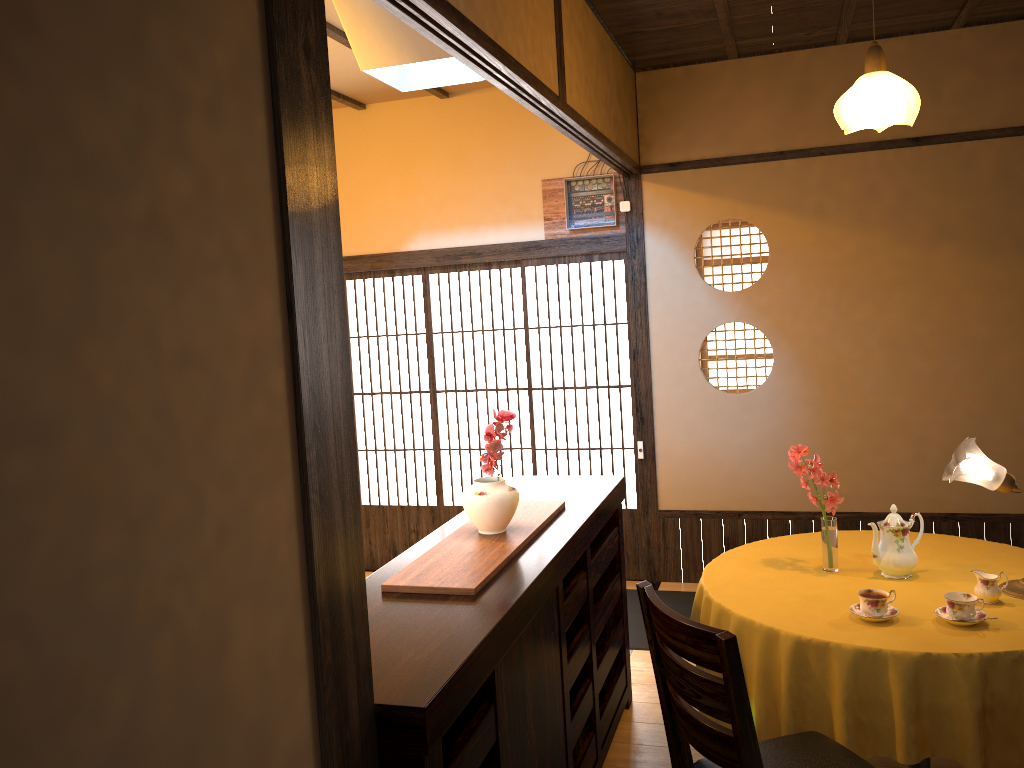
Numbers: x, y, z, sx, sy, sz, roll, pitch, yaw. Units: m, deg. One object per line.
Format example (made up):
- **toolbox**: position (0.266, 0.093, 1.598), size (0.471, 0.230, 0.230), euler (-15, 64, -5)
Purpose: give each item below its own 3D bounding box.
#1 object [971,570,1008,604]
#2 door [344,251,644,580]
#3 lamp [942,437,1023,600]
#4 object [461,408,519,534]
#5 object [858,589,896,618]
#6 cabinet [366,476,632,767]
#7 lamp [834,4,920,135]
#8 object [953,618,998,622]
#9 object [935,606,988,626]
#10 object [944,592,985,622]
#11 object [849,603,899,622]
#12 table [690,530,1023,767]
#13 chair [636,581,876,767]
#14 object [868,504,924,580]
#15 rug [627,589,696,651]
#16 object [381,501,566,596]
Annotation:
- **object**: position (1.506, 0.638, 2.802), size (0.083, 0.098, 0.078), euler (-4, 4, -13)
- **door**: position (-0.504, 0.240, 5.772), size (2.647, 1.997, 0.066), euler (-2, 4, 17)
- **lamp**: position (1.695, 0.762, 2.870), size (0.511, 1.201, 0.198), euler (-2, 4, 18)
- **object**: position (-0.046, 0.282, 2.925), size (0.189, 0.377, 0.322), euler (-2, 4, 26)
- **object**: position (1.112, 0.673, 2.715), size (0.099, 0.076, 0.090), euler (0, 6, 42)
- **cabinet**: position (-0.048, 0.989, 2.810), size (0.489, 0.969, 2.191), euler (-2, 5, 17)
- **lamp**: position (1.210, -1.265, 2.971), size (0.249, 0.809, 0.277), euler (-1, 5, 39)
- **object**: position (1.354, 0.692, 2.598), size (0.126, 0.019, 0.029), euler (-2, 5, 21)
- **object**: position (1.342, 0.698, 2.648), size (0.144, 0.024, 0.144), euler (-6, 5, -23)
- **object**: position (1.340, 0.666, 2.642), size (0.090, 0.076, 0.099), euler (-3, 4, 2)
- **object**: position (1.111, 0.705, 2.720), size (0.144, 0.024, 0.144), euler (-6, 5, -23)
- **table**: position (1.344, 1.019, 3.085), size (1.444, 0.694, 1.446), euler (-2, 5, 18)
- **chair**: position (0.674, 1.000, 2.269), size (0.578, 0.958, 0.491), euler (-5, 4, -18)
- **object**: position (1.344, 0.543, 3.099), size (0.163, 0.252, 0.154), euler (-1, 4, 30)
- **rug**: position (1.393, 1.234, 4.566), size (2.954, 0.005, 0.903), euler (-2, 5, 17)
- **object**: position (-0.078, 0.493, 2.813), size (0.267, 0.020, 1.000), euler (-2, 5, 17)
